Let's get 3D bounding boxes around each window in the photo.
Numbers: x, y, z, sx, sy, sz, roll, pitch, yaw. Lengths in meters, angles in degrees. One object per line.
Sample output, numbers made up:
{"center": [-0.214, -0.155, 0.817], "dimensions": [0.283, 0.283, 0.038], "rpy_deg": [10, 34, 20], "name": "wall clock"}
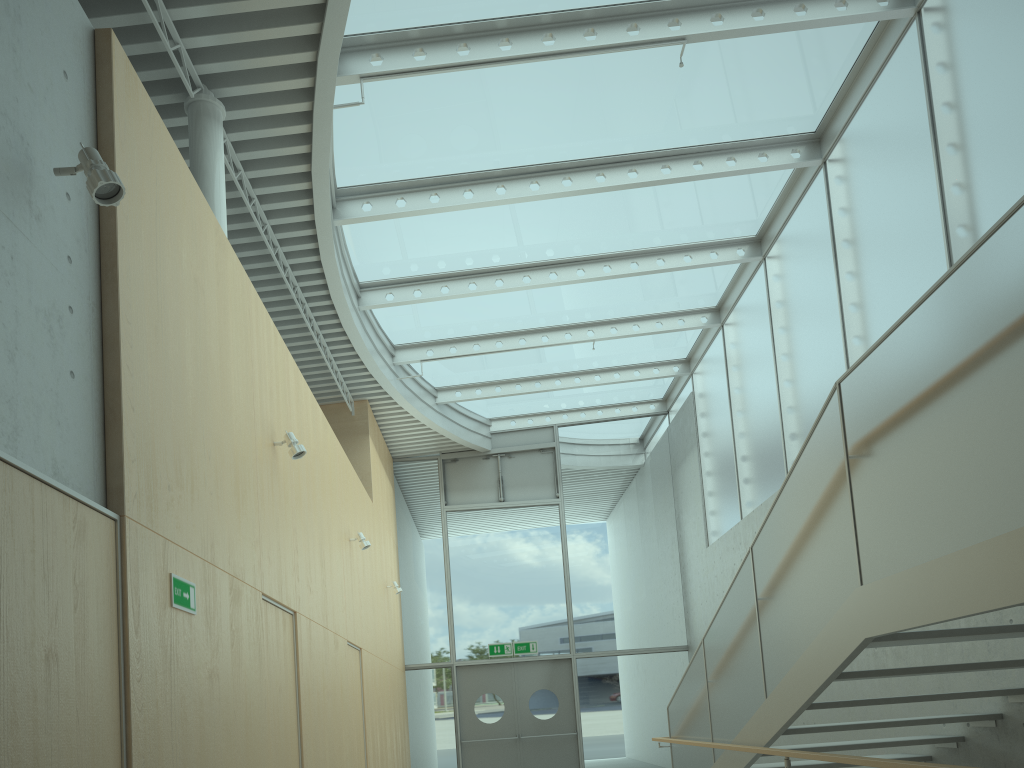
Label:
{"center": [2.897, -0.451, 8.838], "dimensions": [0.030, 2.620, 16.620], "rpy_deg": [-4, -21, -3], "name": "window"}
{"center": [0.839, 1.178, 8.622], "dimensions": [4.781, 5.984, 16.804], "rpy_deg": [-4, -20, -3], "name": "window"}
{"center": [0.533, 3.628, 14.168], "dimensions": [4.855, 6.070, 0.113], "rpy_deg": [-4, -6, -2], "name": "window"}

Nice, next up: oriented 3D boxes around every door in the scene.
{"center": [0.102, 5.608, 13.945], "dimensions": [1.921, 2.035, 0.181], "rpy_deg": [-4, -6, -2], "name": "door"}

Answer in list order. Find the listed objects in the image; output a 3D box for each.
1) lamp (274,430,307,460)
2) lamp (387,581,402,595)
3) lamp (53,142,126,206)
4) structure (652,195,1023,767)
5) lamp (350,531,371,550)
{"center": [-1.537, 0.419, 5.864], "dimensions": [0.232, 0.189, 0.148], "rpy_deg": [2, -13, -21], "name": "lamp"}
{"center": [-1.678, 2.901, 12.106], "dimensions": [0.232, 0.189, 0.148], "rpy_deg": [2, -13, -21], "name": "lamp"}
{"center": [-1.472, -0.738, 2.955], "dimensions": [0.232, 0.189, 0.148], "rpy_deg": [2, -13, -21], "name": "lamp"}
{"center": [2.455, 0.176, 2.690], "dimensions": [1.885, 4.018, 13.391], "rpy_deg": [-4, -20, -3], "name": "structure"}
{"center": [-1.607, 1.656, 8.974], "dimensions": [0.232, 0.189, 0.148], "rpy_deg": [2, -13, -21], "name": "lamp"}
